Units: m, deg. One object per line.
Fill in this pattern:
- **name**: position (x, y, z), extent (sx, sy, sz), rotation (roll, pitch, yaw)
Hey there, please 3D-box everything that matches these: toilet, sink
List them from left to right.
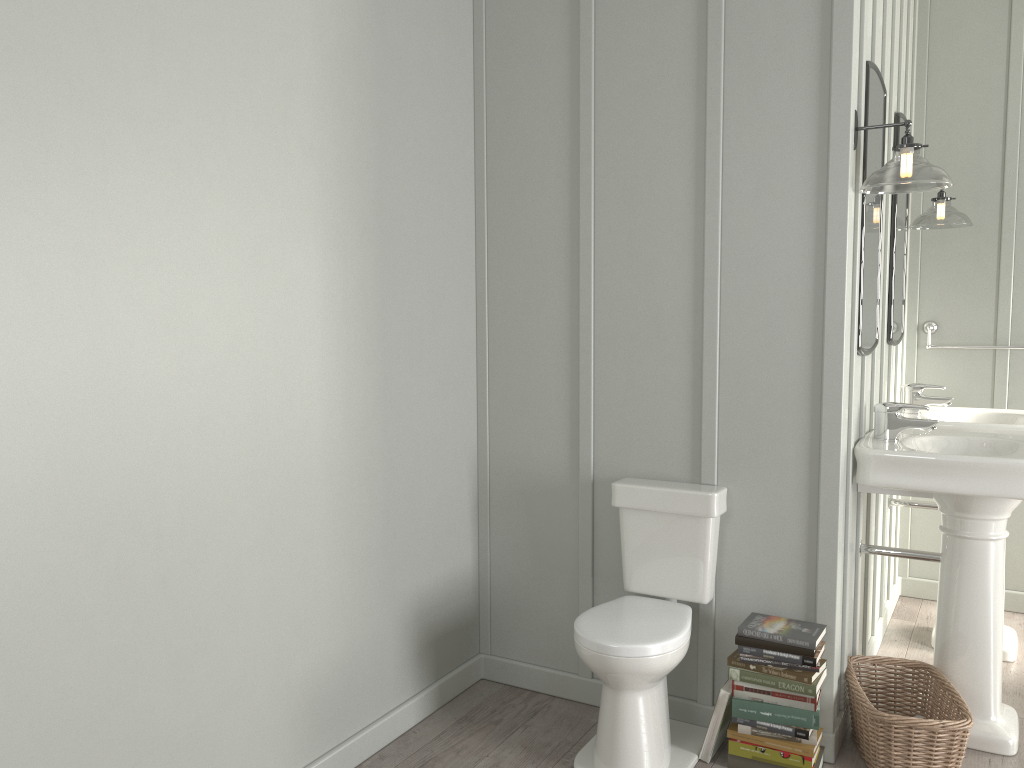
- **toilet**: position (0.384, 0.710, 2.559), extent (0.342, 0.788, 0.507), rotation (3, 6, 30)
- **sink**: position (1.372, 0.568, 2.727), extent (0.585, 1.015, 0.551), rotation (3, 6, 30)
- **sink**: position (1.758, 0.508, 3.408), extent (0.585, 1.015, 0.551), rotation (3, 6, 30)

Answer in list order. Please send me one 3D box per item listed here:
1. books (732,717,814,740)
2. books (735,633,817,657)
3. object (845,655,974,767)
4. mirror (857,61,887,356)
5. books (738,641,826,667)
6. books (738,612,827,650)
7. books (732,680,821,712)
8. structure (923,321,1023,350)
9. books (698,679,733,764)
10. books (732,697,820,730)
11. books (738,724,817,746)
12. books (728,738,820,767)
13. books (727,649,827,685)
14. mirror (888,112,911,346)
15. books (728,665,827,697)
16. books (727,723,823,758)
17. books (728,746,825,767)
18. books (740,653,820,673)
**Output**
- **books**: position (0.752, 0.950, 2.523), extent (0.214, 0.024, 0.145), rotation (2, 5, 31)
- **books**: position (0.752, 0.718, 2.500), extent (0.213, 0.024, 0.145), rotation (2, 5, 27)
- **object**: position (1.139, 0.983, 2.578), extent (0.296, 0.221, 0.457), rotation (0, 5, 11)
- **mirror**: position (1.122, -0.530, 2.754), extent (0.015, 0.885, 0.410), rotation (3, 6, 29)
- **books**: position (0.762, 0.744, 2.497), extent (0.213, 0.024, 0.145), rotation (2, 5, 30)
- **books**: position (0.762, 0.695, 2.492), extent (0.214, 0.024, 0.145), rotation (2, 5, 32)
- **books**: position (0.757, 0.859, 2.523), extent (0.230, 0.052, 0.151), rotation (2, 5, 26)
- **structure**: position (2.066, -0.204, 3.718), extent (0.621, 0.123, 0.053), rotation (2, 6, 31)
- **books**: position (0.620, 0.982, 2.610), extent (0.094, 0.236, 0.164), rotation (3, 6, 30)
- **books**: position (0.754, 0.912, 2.524), extent (0.234, 0.053, 0.155), rotation (1, 5, 21)
- **books**: position (0.762, 0.974, 2.533), extent (0.212, 0.025, 0.146), rotation (1, 5, 21)
- **books**: position (0.752, 1.031, 2.531), extent (0.229, 0.041, 0.157), rotation (2, 5, 29)
- **books**: position (0.752, 0.791, 2.510), extent (0.240, 0.024, 0.143), rotation (3, 6, 36)
- **mirror**: position (1.510, -0.591, 3.440), extent (0.015, 0.885, 0.410), rotation (3, 6, 29)
- **books**: position (0.755, 0.818, 2.512), extent (0.242, 0.032, 0.164), rotation (2, 5, 31)
- **books**: position (0.754, 0.998, 2.530), extent (0.240, 0.024, 0.144), rotation (2, 5, 31)
- **books**: position (0.761, 1.075, 2.544), extent (0.246, 0.049, 0.159), rotation (2, 5, 28)
- **books**: position (0.761, 0.767, 2.512), extent (0.212, 0.025, 0.146), rotation (1, 5, 20)
